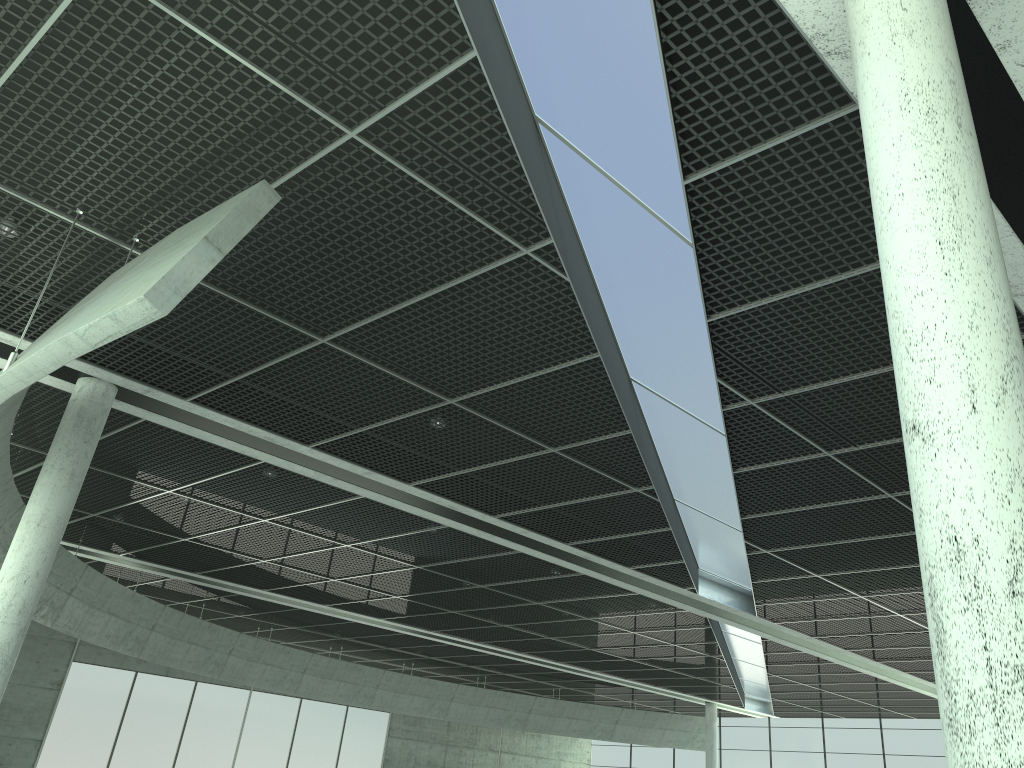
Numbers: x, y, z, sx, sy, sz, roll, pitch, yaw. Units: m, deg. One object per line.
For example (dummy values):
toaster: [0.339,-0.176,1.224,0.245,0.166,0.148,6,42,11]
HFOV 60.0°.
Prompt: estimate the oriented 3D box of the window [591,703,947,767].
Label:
window: [12.209,20.749,48.696,99.617,16.088,100.688,-19,-37,39]

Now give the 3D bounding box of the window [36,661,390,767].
window: [-24.418,35.866,78.885,0.159,10.667,33.496,-19,-36,39]
